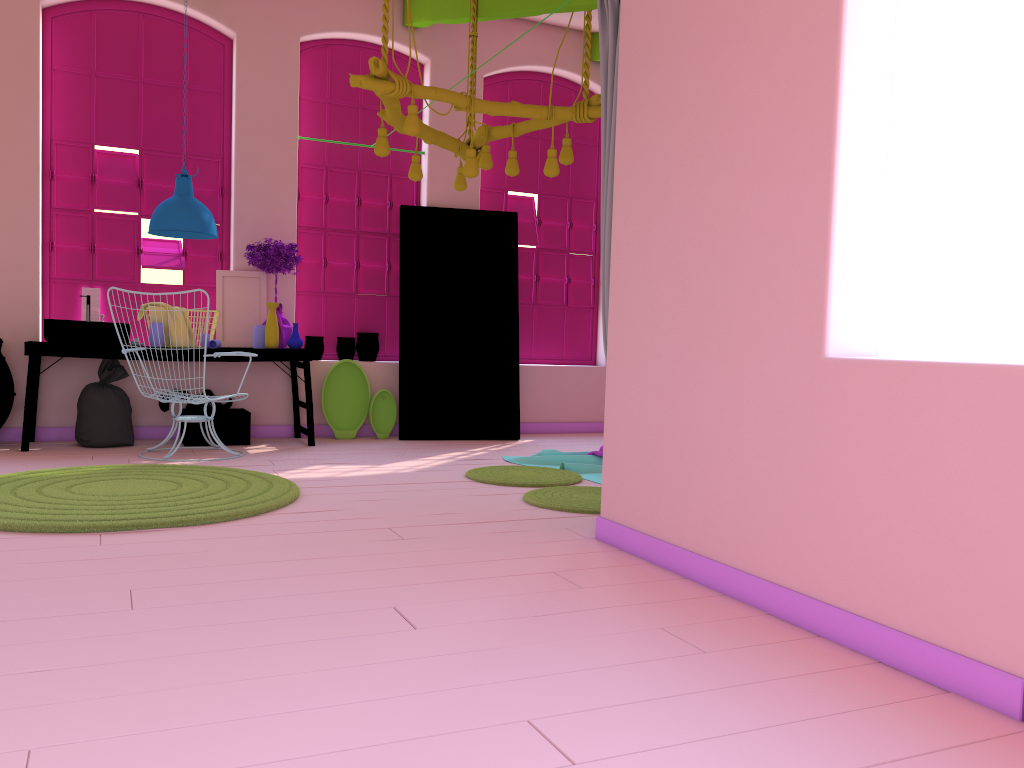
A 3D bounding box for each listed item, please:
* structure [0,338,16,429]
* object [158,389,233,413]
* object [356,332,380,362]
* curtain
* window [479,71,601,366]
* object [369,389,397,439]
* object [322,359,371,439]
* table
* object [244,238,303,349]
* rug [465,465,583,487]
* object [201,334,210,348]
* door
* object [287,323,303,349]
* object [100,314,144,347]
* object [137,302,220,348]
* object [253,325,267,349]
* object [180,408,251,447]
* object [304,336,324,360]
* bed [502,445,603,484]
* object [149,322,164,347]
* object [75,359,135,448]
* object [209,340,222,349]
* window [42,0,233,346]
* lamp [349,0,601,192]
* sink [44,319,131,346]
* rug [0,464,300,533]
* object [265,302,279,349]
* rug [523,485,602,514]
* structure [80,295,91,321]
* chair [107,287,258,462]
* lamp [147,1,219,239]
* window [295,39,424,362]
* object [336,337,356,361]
[{"bbox_3d":[-4.160,0.063,6.708,0.718,0.845,0.718,4,4,33],"label":"structure"},{"bbox_3d":[-2.656,0.264,7.472,0.300,0.448,0.672,5,4,41],"label":"object"},{"bbox_3d":[-1.374,-0.353,8.446,0.223,0.272,0.223,0,4,-37],"label":"object"},{"bbox_3d":[0.631,-0.646,4.475,0.525,2.787,0.518,-1,5,-44],"label":"curtain"},{"bbox_3d":[0.273,-1.704,9.238,1.514,3.011,0.214,0,4,-25],"label":"window"},{"bbox_3d":[-1.227,0.276,8.240,0.284,0.463,0.137,-1,4,-40],"label":"object"},{"bbox_3d":[-1.551,0.134,8.161,0.451,0.734,0.217,0,4,-25],"label":"object"},{"bbox_3d":[-2.788,0.088,7.338,2.192,0.821,0.655,1,3,-25],"label":"table"},{"bbox_3d":[-2.060,-0.781,7.664,0.441,0.951,0.502,3,4,25],"label":"object"},{"bbox_3d":[0.082,0.638,6.168,0.792,0.021,0.792,-1,4,-42],"label":"rug"},{"bbox_3d":[-2.529,-0.355,7.320,0.065,0.118,0.065,3,4,24],"label":"object"},{"bbox_3d":[-0.495,-0.579,8.432,1.153,2.212,0.449,1,4,-15],"label":"door"},{"bbox_3d":[-1.837,-0.406,7.520,0.132,0.219,0.132,1,3,-8],"label":"object"},{"bbox_3d":[-3.164,-0.432,7.168,0.410,0.250,0.165,2,3,11],"label":"object"},{"bbox_3d":[-2.778,-0.487,7.383,0.633,0.369,0.444,1,3,-25],"label":"object"},{"bbox_3d":[-2.137,-0.400,7.529,0.109,0.197,0.109,3,3,13],"label":"object"},{"bbox_3d":[-2.514,0.361,7.509,0.521,0.277,0.446,1,3,-25],"label":"object"},{"bbox_3d":[-1.835,-0.333,8.233,0.182,0.223,0.182,5,4,43],"label":"object"},{"bbox_3d":[2.057,0.439,6.687,3.576,0.514,2.800,1,3,-25],"label":"bed"},{"bbox_3d":[-2.852,-0.395,7.119,0.109,0.197,0.109,0,4,-32],"label":"object"},{"bbox_3d":[-6.153,-0.264,4.479,7.865,1.581,2.825,1,3,-24],"label":"object"},{"bbox_3d":[-2.444,-0.327,7.294,0.076,0.076,0.137,2,3,-5],"label":"object"},{"bbox_3d":[-3.202,-1.743,7.634,1.497,3.005,0.492,0,4,-25],"label":"window"},{"bbox_3d":[-0.383,-2.416,5.735,1.775,2.266,1.610,-1,4,-43],"label":"lamp"},{"bbox_3d":[-3.290,-0.398,6.883,0.609,0.194,0.339,1,3,-25],"label":"sink"},{"bbox_3d":[-2.178,0.610,4.997,1.888,0.050,1.887,0,3,-37],"label":"rug"},{"bbox_3d":[-2.007,-0.488,7.415,0.116,0.383,0.116,5,4,39],"label":"object"},{"bbox_3d":[0.471,0.693,5.320,0.792,0.021,0.792,2,3,3],"label":"rug"},{"bbox_3d":[-3.387,-0.508,7.035,0.087,0.397,0.166,1,3,-15],"label":"structure"},{"bbox_3d":[-2.429,-0.071,6.647,1.078,1.239,0.924,2,3,10],"label":"chair"},{"bbox_3d":[-2.571,-2.176,6.968,0.529,2.003,0.528,2,3,7],"label":"lamp"},{"bbox_3d":[-1.455,-1.732,8.430,1.275,3.049,0.072,0,4,-25],"label":"window"},{"bbox_3d":[-1.564,-0.330,8.357,0.182,0.223,0.182,-1,4,-42],"label":"object"}]
